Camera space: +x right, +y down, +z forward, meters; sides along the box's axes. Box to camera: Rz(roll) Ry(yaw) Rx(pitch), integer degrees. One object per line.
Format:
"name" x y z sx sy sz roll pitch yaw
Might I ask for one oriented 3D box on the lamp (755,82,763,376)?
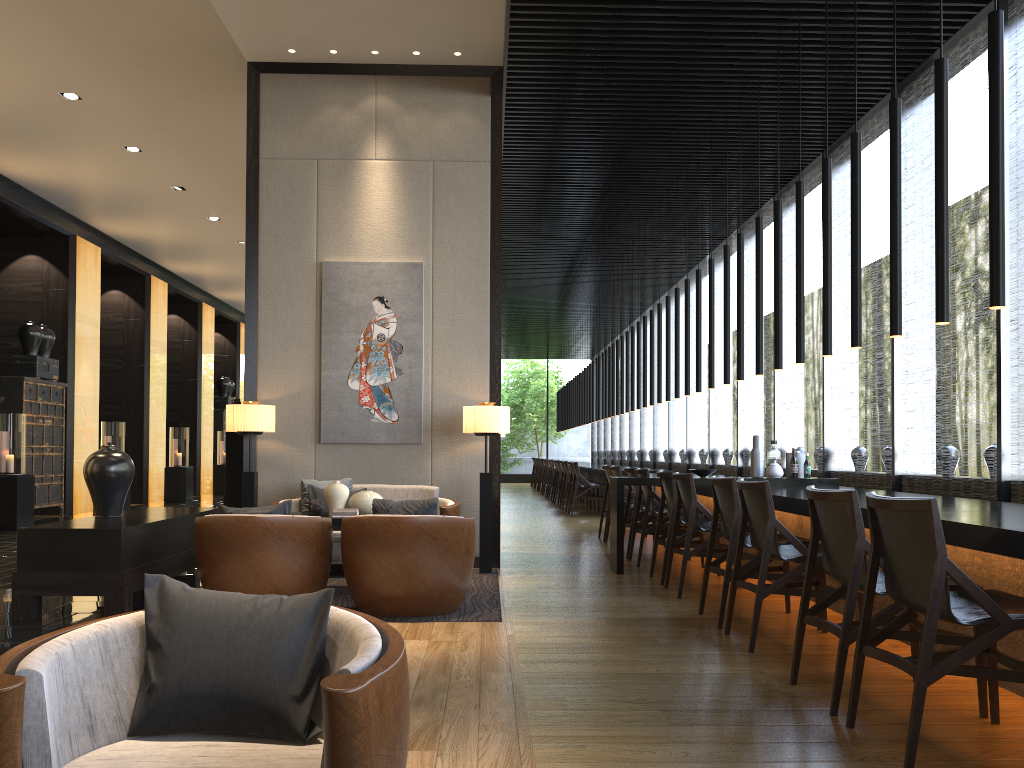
"lamp" 1.973 -1.275 7.064 0.060 2.417 0.060 0 -1 -7

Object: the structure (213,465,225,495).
"structure" -6.298 2.102 19.455 0.402 0.657 0.403 0 -2 -2

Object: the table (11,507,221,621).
"table" -2.500 1.139 5.913 0.620 0.512 1.965 0 -4 -2

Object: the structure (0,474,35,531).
"structure" -6.051 1.419 10.649 0.402 0.657 0.403 0 -2 -2

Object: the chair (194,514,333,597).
"chair" -1.474 1.051 5.196 0.803 0.603 0.607 0 -3 -1

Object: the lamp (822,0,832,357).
"lamp" 2.012 -1.384 5.658 0.060 2.417 0.060 0 -1 -7

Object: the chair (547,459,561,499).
"chair" 1.021 1.979 18.421 0.563 0.826 0.526 0 -2 -2

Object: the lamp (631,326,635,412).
"lamp" 1.801 -0.800 13.186 0.060 2.417 0.060 0 -1 -7

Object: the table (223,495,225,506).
"table" -2.608 1.438 9.778 0.620 0.512 1.965 0 -4 -2

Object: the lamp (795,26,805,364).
"lamp" 1.999 -1.346 6.143 0.060 2.417 0.060 0 -1 -7

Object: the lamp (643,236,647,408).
"lamp" 1.829 -0.879 12.169 0.060 2.417 0.060 0 -1 -7

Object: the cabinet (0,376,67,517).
"cabinet" -6.672 0.906 12.158 0.547 1.920 1.189 0 -2 -2

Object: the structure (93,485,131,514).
"structure" -6.133 1.646 13.584 0.402 0.657 0.403 0 -2 -2

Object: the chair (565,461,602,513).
"chair" 1.143 1.641 14.059 0.563 0.826 0.526 0 -2 -2

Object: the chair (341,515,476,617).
"chair" -0.618 1.057 5.220 0.803 0.603 0.607 0 -3 -1

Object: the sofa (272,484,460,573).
"sofa" -1.128 1.142 6.924 1.449 0.692 0.604 0 -3 -2

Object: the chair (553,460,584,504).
"chair" 1.067 1.852 16.775 0.563 0.826 0.526 0 -2 -2

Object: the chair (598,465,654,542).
"chair" 1.263 1.312 9.818 0.563 0.826 0.526 0 -2 -2

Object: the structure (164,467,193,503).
"structure" -6.216 1.874 16.520 0.402 0.657 0.403 0 -2 -2

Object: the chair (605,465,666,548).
"chair" 1.279 1.268 9.244 0.563 0.826 0.526 0 -2 -2

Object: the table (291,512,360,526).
"table" -1.115 1.162 6.094 1.042 0.516 0.577 0 -3 -2

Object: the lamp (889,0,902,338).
"lamp" 2.039 -1.457 4.711 0.060 2.417 0.060 0 -1 3

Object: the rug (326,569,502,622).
"rug" -1.065 1.419 6.088 1.958 0.008 2.247 0 -4 -2

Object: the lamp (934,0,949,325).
"lamp" 2.053 -1.494 4.234 0.060 2.417 0.060 0 -1 -7

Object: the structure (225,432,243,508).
"structure" -2.395 0.947 7.870 0.240 1.216 0.240 0 -1 -2

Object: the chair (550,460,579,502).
"chair" 1.051 1.896 17.350 0.563 0.826 0.526 0 -2 -2

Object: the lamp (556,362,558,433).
"lamp" 1.404 0.293 27.282 0.060 2.417 0.060 0 -1 3

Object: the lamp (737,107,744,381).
"lamp" 1.958 -1.234 7.586 0.060 2.417 0.060 0 -1 -7

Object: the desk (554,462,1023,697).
"desk" 1.570 1.520 12.088 1.780 0.758 28.800 0 -4 -2

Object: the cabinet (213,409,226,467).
"cabinet" -6.920 1.589 20.973 0.547 1.920 1.189 0 -2 -2

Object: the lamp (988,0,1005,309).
"lamp" 2.065 -1.530 3.780 0.060 2.417 0.060 0 -1 3

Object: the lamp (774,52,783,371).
"lamp" 1.986 -1.311 6.599 0.060 2.417 0.060 0 -1 -7

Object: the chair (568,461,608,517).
"chair" 1.160 1.596 13.484 0.563 0.826 0.526 0 -2 -2

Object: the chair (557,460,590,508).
"chair" 1.097 1.769 15.704 0.563 0.826 0.526 0 -2 -2

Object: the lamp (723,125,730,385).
"lamp" 1.946 -1.201 8.018 0.060 2.417 0.060 0 -1 -7

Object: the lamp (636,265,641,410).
"lamp" 1.815 -0.840 12.677 0.060 2.417 0.060 0 -1 -7

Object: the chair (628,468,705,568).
"chair" 1.324 1.144 7.656 0.563 0.826 0.526 0 -2 -2

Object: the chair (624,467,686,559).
"chair" 1.307 1.189 8.231 0.563 0.826 0.526 0 -2 -2

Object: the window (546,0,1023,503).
"window" -2.714 -0.201 12.513 12.052 4.220 31.959 0 -4 -2

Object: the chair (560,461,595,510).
"chair" 1.113 1.724 15.130 0.563 0.826 0.526 0 -2 -2

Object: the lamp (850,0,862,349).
"lamp" 2.025 -1.419 5.213 0.060 2.417 0.060 0 -1 -7
